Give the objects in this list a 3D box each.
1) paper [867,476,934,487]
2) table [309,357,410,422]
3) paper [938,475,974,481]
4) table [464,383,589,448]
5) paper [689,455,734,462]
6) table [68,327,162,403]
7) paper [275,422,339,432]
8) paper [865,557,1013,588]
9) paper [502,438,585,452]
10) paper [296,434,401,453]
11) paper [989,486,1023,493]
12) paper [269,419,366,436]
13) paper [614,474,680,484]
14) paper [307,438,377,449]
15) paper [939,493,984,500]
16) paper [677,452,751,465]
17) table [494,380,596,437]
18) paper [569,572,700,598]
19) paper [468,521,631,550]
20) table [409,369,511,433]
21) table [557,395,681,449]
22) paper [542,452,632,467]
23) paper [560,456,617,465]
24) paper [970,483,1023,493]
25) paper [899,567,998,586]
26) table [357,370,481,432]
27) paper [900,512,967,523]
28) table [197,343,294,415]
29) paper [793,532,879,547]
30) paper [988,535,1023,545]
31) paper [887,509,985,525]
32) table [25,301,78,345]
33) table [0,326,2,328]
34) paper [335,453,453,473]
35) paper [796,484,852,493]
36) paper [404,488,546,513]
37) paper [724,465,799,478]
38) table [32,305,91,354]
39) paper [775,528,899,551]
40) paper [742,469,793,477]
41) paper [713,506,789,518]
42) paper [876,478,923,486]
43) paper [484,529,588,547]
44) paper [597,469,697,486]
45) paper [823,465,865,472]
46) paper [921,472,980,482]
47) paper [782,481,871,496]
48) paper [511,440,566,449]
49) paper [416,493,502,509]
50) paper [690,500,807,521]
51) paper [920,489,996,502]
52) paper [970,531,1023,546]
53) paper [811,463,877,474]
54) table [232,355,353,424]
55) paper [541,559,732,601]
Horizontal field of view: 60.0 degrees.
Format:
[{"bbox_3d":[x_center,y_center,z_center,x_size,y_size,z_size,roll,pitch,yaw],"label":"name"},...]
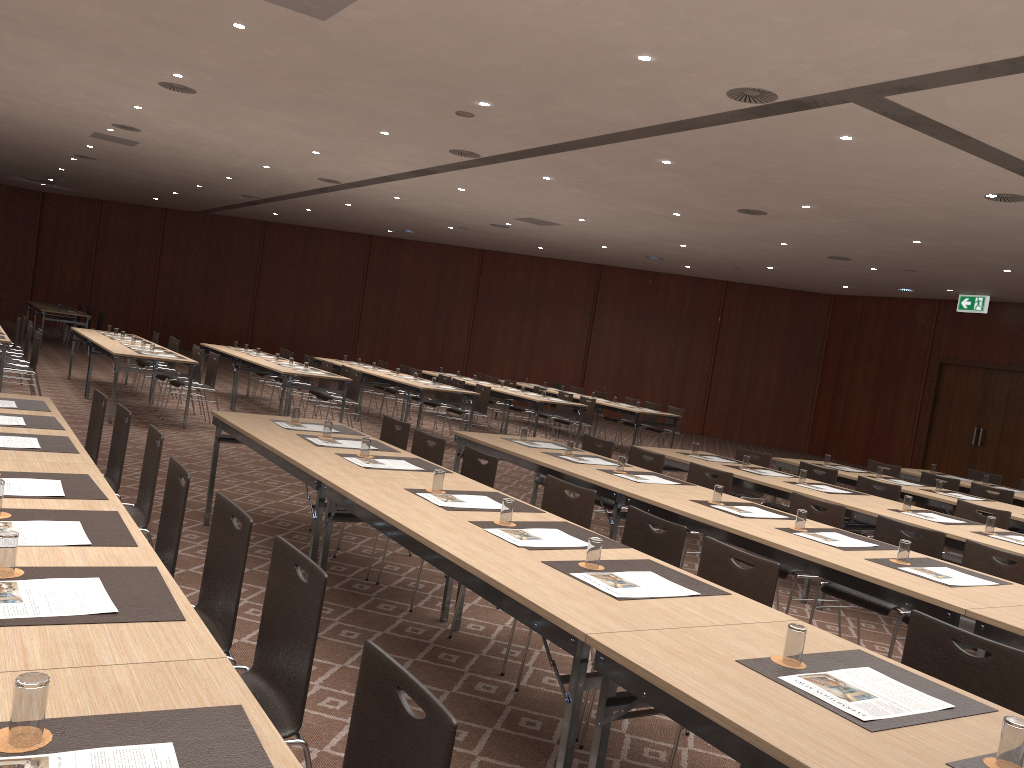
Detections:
[{"bbox_3d":[3.970,0.997,9.065,0.566,0.003,0.460,7,3,-35],"label":"paper"},{"bbox_3d":[-2.717,0.096,15.555,0.953,0.833,2.264,7,3,-33],"label":"table"},{"bbox_3d":[5.277,1.119,10.584,0.398,0.006,0.283,7,3,-34],"label":"paper"},{"bbox_3d":[0.154,0.571,14.733,0.953,0.833,2.264,7,3,-33],"label":"table"},{"bbox_3d":[1.903,0.710,8.423,0.398,0.006,0.283,7,3,-34],"label":"paper"},{"bbox_3d":[-6.059,-0.308,13.391,0.953,0.833,2.264,7,3,-33],"label":"table"},{"bbox_3d":[-1.451,0.303,6.266,0.398,0.006,0.283,7,3,-30],"label":"paper"},{"bbox_3d":[2.135,0.938,4.440,0.566,0.003,0.460,7,3,-34],"label":"paper"},{"bbox_3d":[0.256,0.510,7.454,0.566,0.003,0.460,7,3,-33],"label":"paper"},{"bbox_3d":[-1.072,0.387,5.798,0.566,0.003,0.460,7,3,-30],"label":"paper"},{"bbox_3d":[5.596,1.193,10.038,0.398,0.006,0.283,7,3,-35],"label":"paper"},{"bbox_3d":[-1.394,0.312,6.352,0.566,0.003,0.460,7,3,-32],"label":"paper"},{"bbox_3d":[0.950,0.669,6.247,0.398,0.006,0.283,7,3,-34],"label":"paper"},{"bbox_3d":[-1.099,0.383,5.725,0.398,0.006,0.283,7,3,-30],"label":"paper"},{"bbox_3d":[4.265,1.068,8.432,0.398,0.006,0.283,7,3,-35],"label":"paper"},{"bbox_3d":[1.932,0.714,8.515,0.566,0.003,0.460,7,3,-30],"label":"paper"},{"bbox_3d":[0.625,0.500,17.719,0.953,0.833,2.264,7,3,-33],"label":"table"},{"bbox_3d":[0.452,0.735,3.263,0.398,0.006,0.283,7,3,-32],"label":"paper"},{"bbox_3d":[0.165,0.665,3.913,0.566,0.003,0.460,7,3,-36],"label":"paper"},{"bbox_3d":[-1.046,0.298,16.637,0.953,0.833,2.264,7,3,-33],"label":"table"},{"bbox_3d":[1.825,0.773,15.815,0.953,0.833,2.264,7,3,-33],"label":"table"},{"bbox_3d":[0.580,0.586,6.886,0.566,0.003,0.460,7,3,-33],"label":"paper"},{"bbox_3d":[0.593,0.588,6.810,0.398,0.006,0.283,7,3,-33],"label":"paper"},{"bbox_3d":[5.602,1.194,10.122,0.566,0.003,0.460,7,3,-31],"label":"paper"},{"bbox_3d":[2.135,0.939,4.340,0.398,0.006,0.283,7,3,-30],"label":"paper"},{"bbox_3d":[-1.517,0.369,13.650,0.953,0.833,2.264,7,3,-33],"label":"table"},{"bbox_3d":[3.102,0.982,6.529,0.398,0.006,0.283,7,3,-32],"label":"paper"},{"bbox_3d":[-4.388,-0.106,14.473,0.953,0.833,2.264,7,3,-33],"label":"table"},{"bbox_3d":[1.793,0.860,4.910,0.398,0.006,0.283,7,3,-35],"label":"paper"},{"bbox_3d":[3.466,1.062,5.995,0.398,0.006,0.283,7,3,-31],"label":"paper"},{"bbox_3d":[3.157,0.991,6.600,0.566,0.003,0.460,7,3,-35],"label":"paper"},{"bbox_3d":[-11.364,-1.513,21.811,0.953,0.833,2.264,7,3,-33],"label":"table"},{"bbox_3d":[-7.731,-0.510,12.309,0.953,0.833,2.264,7,3,-33],"label":"table"},{"bbox_3d":[-0.700,0.469,5.258,0.566,0.003,0.460,7,3,-34],"label":"paper"},{"bbox_3d":[2.580,0.864,7.337,0.398,0.006,0.283,7,3,-33],"label":"paper"},{"bbox_3d":[-0.189,0.585,4.451,0.566,0.003,0.460,7,3,-34],"label":"paper"},{"bbox_3d":[2.253,0.788,7.980,0.566,0.003,0.460,7,3,-31],"label":"paper"},{"bbox_3d":[-10.164,-1.241,19.906,0.953,0.833,2.264,7,3,-33],"label":"table"},{"bbox_3d":[1.839,0.868,4.972,0.566,0.003,0.460,7,3,-34],"label":"paper"},{"bbox_3d":[2.268,0.790,7.899,0.398,0.006,0.283,7,3,-34],"label":"paper"},{"bbox_3d":[1.462,0.784,5.453,0.398,0.006,0.283,7,3,-33],"label":"paper"},{"bbox_3d":[3.917,0.990,8.950,0.398,0.006,0.283,7,3,-30],"label":"paper"},{"bbox_3d":[0.116,0.658,3.809,0.398,0.006,0.283,7,3,-34],"label":"paper"},{"bbox_3d":[0.962,0.669,6.358,0.566,0.003,0.460,7,3,-34],"label":"paper"},{"bbox_3d":[3.588,0.912,9.545,0.398,0.006,0.283,7,3,-33],"label":"paper"},{"bbox_3d":[5.271,1.117,10.688,0.566,0.003,0.460,7,3,-32],"label":"paper"},{"bbox_3d":[2.625,0.872,7.403,0.566,0.003,0.460,7,3,-35],"label":"paper"},{"bbox_3d":[0.235,0.506,7.383,0.398,0.006,0.283,7,3,-32],"label":"paper"},{"bbox_3d":[-0.238,0.577,4.380,0.398,0.006,0.283,7,3,-30],"label":"paper"},{"bbox_3d":[1.467,0.785,5.524,0.566,0.003,0.460,7,3,-31],"label":"paper"},{"bbox_3d":[4.275,1.069,8.516,0.566,0.003,0.460,7,3,-32],"label":"paper"},{"bbox_3d":[3.498,1.068,6.052,0.566,0.003,0.460,7,3,-34],"label":"paper"},{"bbox_3d":[3.588,0.914,9.583,0.566,0.003,0.460,7,3,-35],"label":"paper"},{"bbox_3d":[-3.188,0.167,12.568,0.953,0.833,2.264,7,3,-33],"label":"table"},{"bbox_3d":[0.469,0.736,3.370,0.566,0.003,0.460,7,3,-34],"label":"paper"}]
